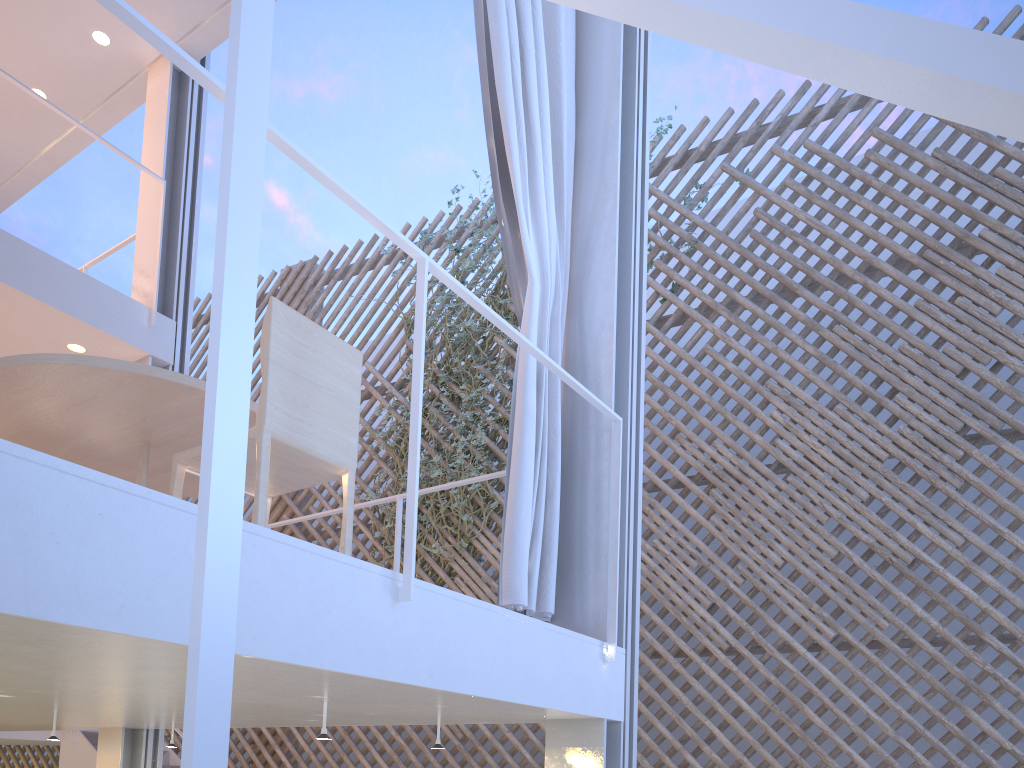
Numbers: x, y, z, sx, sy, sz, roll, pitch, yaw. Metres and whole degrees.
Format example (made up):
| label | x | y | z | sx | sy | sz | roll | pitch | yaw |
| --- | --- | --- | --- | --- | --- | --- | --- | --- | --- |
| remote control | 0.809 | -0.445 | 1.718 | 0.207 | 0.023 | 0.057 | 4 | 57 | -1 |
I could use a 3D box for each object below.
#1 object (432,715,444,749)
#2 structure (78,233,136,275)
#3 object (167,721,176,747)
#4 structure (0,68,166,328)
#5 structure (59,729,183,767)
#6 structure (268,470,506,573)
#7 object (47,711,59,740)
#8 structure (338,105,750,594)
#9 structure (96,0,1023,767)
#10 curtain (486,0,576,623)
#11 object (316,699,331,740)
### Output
| label | x | y | z | sx | sy | sz | roll | pitch | yaw |
| --- | --- | --- | --- | --- | --- | --- | --- | --- | --- |
| object | -1.382 | 0.982 | 1.587 | 1.895 | 0.742 | 1.809 | -12 | -27 | 30 |
| structure | -2.043 | -0.168 | 3.606 | 1.758 | 0.515 | 0.029 | -15 | -14 | 34 |
| object | -0.985 | 1.016 | 2.389 | 0.030 | 0.073 | 0.030 | 10 | -11 | -43 |
| structure | -0.293 | 0.000 | 1.090 | 3.770 | 3.046 | 1.822 | -11 | -16 | 34 |
| structure | -1.781 | 2.095 | 4.134 | 2.002 | 1.802 | 1.260 | -7 | -15 | 28 |
| structure | -0.559 | 0.643 | 2.449 | 1.755 | 0.515 | 0.029 | -15 | -14 | 34 |
| object | -1.175 | 0.877 | 2.113 | 0.030 | 0.073 | 0.030 | 10 | -11 | -43 |
| structure | -0.005 | 0.166 | 4.171 | 2.402 | 2.512 | 0.776 | -6 | -10 | 27 |
| structure | 0.402 | 0.445 | 0.774 | 1.484 | 1.636 | 1.453 | -8 | -17 | 34 |
| curtain | -0.003 | -0.677 | 1.737 | 0.099 | 2.229 | 0.535 | -1 | -7 | 31 |
| object | -0.353 | 0.631 | 1.549 | 0.030 | 0.073 | 0.030 | 10 | -11 | -43 |
